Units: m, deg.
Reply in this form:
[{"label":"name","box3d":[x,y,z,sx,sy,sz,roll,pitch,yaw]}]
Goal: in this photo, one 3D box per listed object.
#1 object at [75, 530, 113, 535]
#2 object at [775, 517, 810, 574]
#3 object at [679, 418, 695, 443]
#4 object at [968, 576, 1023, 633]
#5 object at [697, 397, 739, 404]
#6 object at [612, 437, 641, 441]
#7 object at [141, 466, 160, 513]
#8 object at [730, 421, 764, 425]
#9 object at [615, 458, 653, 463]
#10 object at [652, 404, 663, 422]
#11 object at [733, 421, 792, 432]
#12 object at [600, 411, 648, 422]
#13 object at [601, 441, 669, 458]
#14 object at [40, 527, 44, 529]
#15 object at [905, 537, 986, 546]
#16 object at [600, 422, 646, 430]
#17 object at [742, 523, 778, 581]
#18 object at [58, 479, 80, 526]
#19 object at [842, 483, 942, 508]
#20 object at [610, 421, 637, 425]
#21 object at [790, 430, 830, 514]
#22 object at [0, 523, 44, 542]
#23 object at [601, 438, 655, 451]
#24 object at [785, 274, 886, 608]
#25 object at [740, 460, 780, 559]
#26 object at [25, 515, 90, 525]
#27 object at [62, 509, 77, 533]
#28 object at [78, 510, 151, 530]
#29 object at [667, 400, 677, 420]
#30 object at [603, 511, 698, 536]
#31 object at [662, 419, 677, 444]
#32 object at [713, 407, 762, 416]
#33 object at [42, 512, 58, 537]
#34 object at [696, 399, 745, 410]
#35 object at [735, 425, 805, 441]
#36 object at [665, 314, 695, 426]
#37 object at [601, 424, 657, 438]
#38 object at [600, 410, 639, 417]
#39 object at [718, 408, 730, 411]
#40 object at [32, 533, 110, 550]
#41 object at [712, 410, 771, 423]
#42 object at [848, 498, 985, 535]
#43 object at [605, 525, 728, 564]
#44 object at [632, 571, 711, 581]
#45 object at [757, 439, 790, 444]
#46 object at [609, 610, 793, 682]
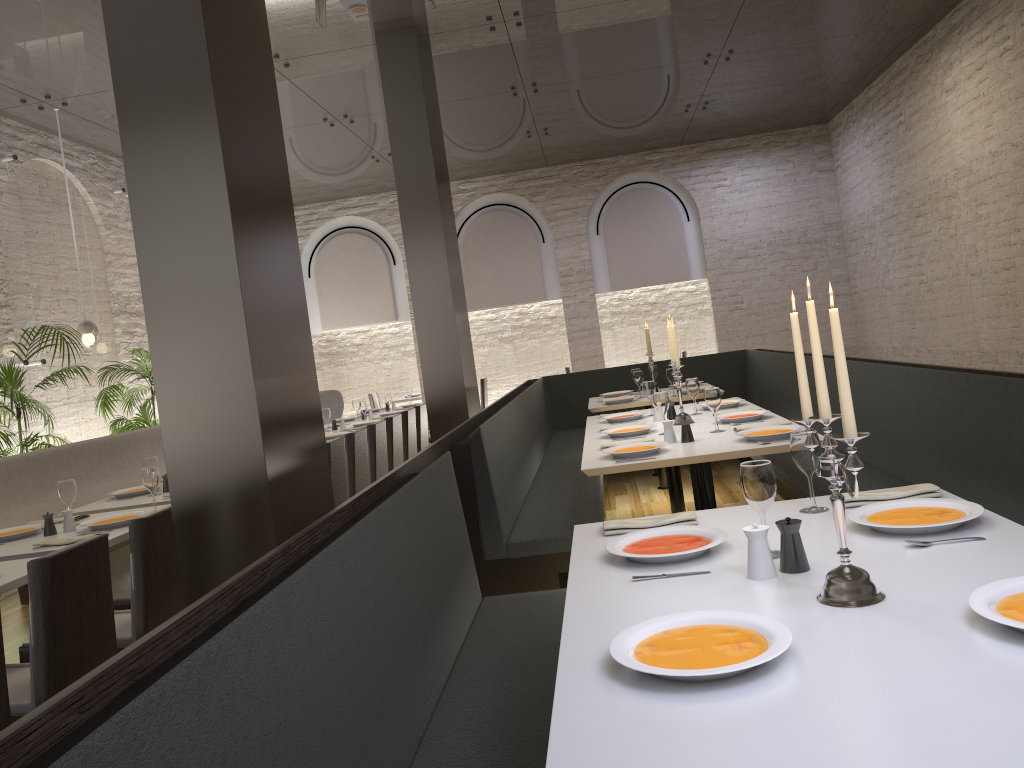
[{"label":"object","box3d":[-1.931,0.682,4.087,0.181,0.015,0.038,-8,2,7]},{"label":"object","box3d":[0.639,0.367,2.026,0.069,0.126,0.069,-8,1,-1]},{"label":"object","box3d":[0.868,0.230,4.412,0.068,0.126,0.069,-7,1,37]},{"label":"object","box3d":[0.960,0.388,1.513,0.322,0.036,0.321,-9,3,-18]},{"label":"object","box3d":[1.436,0.123,6.188,0.272,0.033,0.143,-8,2,6]},{"label":"object","box3d":[0.641,0.296,4.838,0.185,0.010,0.017,-8,2,6]},{"label":"object","box3d":[-1.835,0.542,4.524,0.086,0.231,0.086,-8,1,-42]},{"label":"object","box3d":[1.273,0.208,4.799,0.181,0.015,0.038,-8,2,7]},{"label":"object","box3d":[0.562,0.343,4.019,0.185,0.010,0.017,-8,2,6]},{"label":"object","box3d":[0.914,0.174,5.550,0.069,0.126,0.069,-8,1,-1]},{"label":"object","box3d":[1.275,0.219,4.513,0.272,0.033,0.143,-8,2,6]},{"label":"object","box3d":[0.750,0.224,5.904,0.321,0.036,0.322,-8,2,1]},{"label":"object","box3d":[0.590,0.319,4.234,0.321,0.036,0.322,-8,2,4]},{"label":"object","box3d":[-2.426,0.733,4.500,0.181,0.015,0.038,-8,2,7]},{"label":"object","box3d":[1.010,0.365,2.066,0.181,0.015,0.038,-8,2,7]},{"label":"object","box3d":[0.675,0.263,5.399,0.272,0.033,0.143,-8,2,6]},{"label":"object","box3d":[0.560,0.379,2.009,0.069,0.126,0.069,-8,1,-1]},{"label":"object","box3d":[-2.228,0.599,4.458,0.086,0.231,0.086,-8,1,-42]},{"label":"object","box3d":[1.091,0.323,2.599,0.272,0.033,0.143,-8,2,6]},{"label":"object","box3d":[0.723,0.247,5.694,0.185,0.010,0.017,-8,2,6]},{"label":"object","box3d":[0.864,0.254,2.578,0.086,0.231,0.087,-8,0,18]},{"label":"object","box3d":[-2.440,0.734,4.324,0.321,0.036,0.322,-6,3,41]},{"label":"object","box3d":[0.597,0.310,4.579,0.272,0.033,0.143,-8,2,6]},{"label":"object","box3d":[0.637,0.105,1.783,0.131,0.657,0.391,-8,1,17]},{"label":"object","box3d":[0.613,0.307,2.175,0.086,0.231,0.087,-8,0,18]},{"label":"object","box3d":[-2.388,0.720,4.662,0.272,0.033,0.143,-8,2,6]},{"label":"object","box3d":[-2.137,0.655,4.271,0.059,0.109,0.059,-8,1,14]},{"label":"object","box3d":[-1.910,0.664,4.270,0.321,0.036,0.322,-6,3,41]},{"label":"object","box3d":[0.994,0.163,5.539,0.069,0.126,0.069,-8,1,-1]},{"label":"object","box3d":[0.412,0.414,2.666,0.272,0.033,0.143,-8,2,6]},{"label":"object","box3d":[0.792,0.238,4.469,0.068,0.126,0.069,-8,1,29]},{"label":"object","box3d":[1.354,0.172,5.332,0.272,0.033,0.143,-8,2,6]},{"label":"object","box3d":[-2.211,0.667,4.232,0.059,0.109,0.059,-8,1,14]},{"label":"object","box3d":[1.375,0.140,5.840,0.321,0.036,0.322,-8,2,1]},{"label":"object","box3d":[1.215,0.236,4.170,0.322,0.036,0.321,-9,3,-18]},{"label":"object","box3d":[0.966,-0.092,5.212,0.131,0.657,0.391,-8,1,17]},{"label":"object","box3d":[0.668,0.272,5.057,0.321,0.036,0.322,-7,3,25]},{"label":"object","box3d":[0.758,0.214,6.254,0.272,0.033,0.143,-8,2,6]},{"label":"object","box3d":[1.355,0.159,5.654,0.181,0.015,0.038,-8,2,7]},{"label":"object","box3d":[-1.945,0.691,3.911,0.272,0.033,0.143,-8,2,6]},{"label":"object","box3d":[1.294,0.189,4.993,0.321,0.036,0.322,-7,3,25]},{"label":"object","box3d":[1.032,0.345,2.269,0.321,0.036,0.322,-7,3,25]},{"label":"object","box3d":[0.407,0.428,2.333,0.321,0.036,0.322,-7,3,25]},{"label":"object","box3d":[0.378,0.453,2.105,0.185,0.010,0.017,-8,2,6]},{"label":"object","box3d":[1.194,0.255,3.979,0.181,0.015,0.038,-8,2,7]},{"label":"object","box3d":[0.334,0.472,1.576,0.322,0.036,0.321,-9,3,-18]}]
